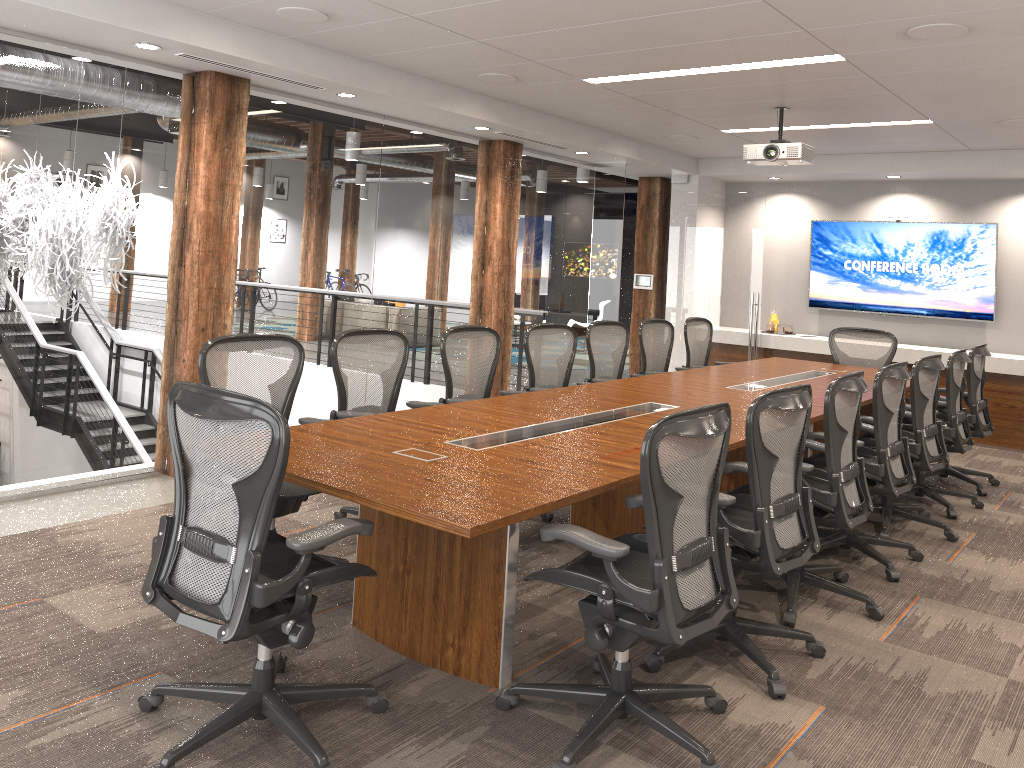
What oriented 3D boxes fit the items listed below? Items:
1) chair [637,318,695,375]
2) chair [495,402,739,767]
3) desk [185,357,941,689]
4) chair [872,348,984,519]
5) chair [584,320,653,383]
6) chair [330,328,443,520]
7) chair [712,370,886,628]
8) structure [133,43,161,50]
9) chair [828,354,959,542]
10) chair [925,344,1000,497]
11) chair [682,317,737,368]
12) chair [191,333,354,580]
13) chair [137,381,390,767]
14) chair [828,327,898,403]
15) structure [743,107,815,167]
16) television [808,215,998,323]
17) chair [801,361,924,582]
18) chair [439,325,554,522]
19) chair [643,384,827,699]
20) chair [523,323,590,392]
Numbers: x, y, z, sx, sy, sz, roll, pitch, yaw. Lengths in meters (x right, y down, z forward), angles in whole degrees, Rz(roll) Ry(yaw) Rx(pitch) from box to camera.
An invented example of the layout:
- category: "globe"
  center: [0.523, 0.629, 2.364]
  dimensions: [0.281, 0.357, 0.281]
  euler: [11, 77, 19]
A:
- category: "chair"
  center: [1.371, 0.022, 7.217]
  dimensions: [0.795, 1.094, 0.768]
  euler: [4, 1, 21]
- category: "chair"
  center: [0.361, 0.582, 2.837]
  dimensions: [0.796, 1.094, 0.767]
  euler: [4, 1, 31]
- category: "desk"
  center: [1.137, 0.454, 5.210]
  dimensions: [1.414, 0.753, 6.035]
  euler: [7, 9, 37]
- category: "chair"
  center: [2.819, 0.266, 6.070]
  dimensions: [0.796, 1.094, 0.766]
  euler: [2, 1, -42]
- category: "chair"
  center: [0.908, 0.093, 6.525]
  dimensions: [0.764, 1.094, 0.798]
  euler: [4, 1, 30]
- category: "chair"
  center: [-0.621, 0.265, 4.691]
  dimensions: [0.795, 1.094, 0.768]
  euler: [4, 1, 19]
- category: "chair"
  center: [1.345, 0.459, 4.109]
  dimensions: [0.795, 1.094, 0.768]
  euler: [4, 1, 18]
- category: "structure"
  center: [-3.759, -2.095, 7.356]
  dimensions: [1.448, 3.690, 7.226]
  euler: [4, 5, -22]
- category: "chair"
  center: [2.332, 0.335, 5.384]
  dimensions: [0.795, 1.094, 0.767]
  euler: [4, 1, 23]
- category: "chair"
  center: [3.300, 0.204, 6.705]
  dimensions: [0.765, 1.094, 0.798]
  euler: [4, 1, 39]
- category: "chair"
  center: [1.874, -0.031, 7.799]
  dimensions: [0.766, 1.094, 0.797]
  euler: [4, 1, 43]
- category: "chair"
  center: [-1.082, 0.332, 4.026]
  dimensions: [0.794, 1.094, 0.769]
  euler: [3, 1, 11]
- category: "chair"
  center: [-0.790, 0.529, 2.747]
  dimensions: [0.772, 1.094, 0.791]
  euler: [3, 1, 11]
- category: "chair"
  center: [2.994, 0.068, 7.549]
  dimensions: [0.773, 1.094, 0.790]
  euler: [4, 1, 21]
- category: "structure"
  center: [2.096, -1.946, 6.835]
  dimensions: [0.463, 0.457, 0.317]
  euler: [5, 2, 37]
- category: "television"
  center: [4.202, -1.287, 9.479]
  dimensions: [1.923, 1.109, 0.064]
  euler: [7, 0, 37]
- category: "chair"
  center: [1.820, 0.389, 4.799]
  dimensions: [0.765, 1.094, 0.798]
  euler: [4, 1, 39]
- category: "chair"
  center: [-0.075, 0.216, 5.259]
  dimensions: [0.764, 1.094, 0.799]
  euler: [4, 1, 26]
- category: "chair"
  center: [0.842, 0.512, 3.529]
  dimensions: [0.766, 1.094, 0.797]
  euler: [4, 1, 37]
- category: "chair"
  center: [0.420, 0.151, 5.916]
  dimensions: [0.795, 1.094, 0.767]
  euler: [4, 1, 23]
